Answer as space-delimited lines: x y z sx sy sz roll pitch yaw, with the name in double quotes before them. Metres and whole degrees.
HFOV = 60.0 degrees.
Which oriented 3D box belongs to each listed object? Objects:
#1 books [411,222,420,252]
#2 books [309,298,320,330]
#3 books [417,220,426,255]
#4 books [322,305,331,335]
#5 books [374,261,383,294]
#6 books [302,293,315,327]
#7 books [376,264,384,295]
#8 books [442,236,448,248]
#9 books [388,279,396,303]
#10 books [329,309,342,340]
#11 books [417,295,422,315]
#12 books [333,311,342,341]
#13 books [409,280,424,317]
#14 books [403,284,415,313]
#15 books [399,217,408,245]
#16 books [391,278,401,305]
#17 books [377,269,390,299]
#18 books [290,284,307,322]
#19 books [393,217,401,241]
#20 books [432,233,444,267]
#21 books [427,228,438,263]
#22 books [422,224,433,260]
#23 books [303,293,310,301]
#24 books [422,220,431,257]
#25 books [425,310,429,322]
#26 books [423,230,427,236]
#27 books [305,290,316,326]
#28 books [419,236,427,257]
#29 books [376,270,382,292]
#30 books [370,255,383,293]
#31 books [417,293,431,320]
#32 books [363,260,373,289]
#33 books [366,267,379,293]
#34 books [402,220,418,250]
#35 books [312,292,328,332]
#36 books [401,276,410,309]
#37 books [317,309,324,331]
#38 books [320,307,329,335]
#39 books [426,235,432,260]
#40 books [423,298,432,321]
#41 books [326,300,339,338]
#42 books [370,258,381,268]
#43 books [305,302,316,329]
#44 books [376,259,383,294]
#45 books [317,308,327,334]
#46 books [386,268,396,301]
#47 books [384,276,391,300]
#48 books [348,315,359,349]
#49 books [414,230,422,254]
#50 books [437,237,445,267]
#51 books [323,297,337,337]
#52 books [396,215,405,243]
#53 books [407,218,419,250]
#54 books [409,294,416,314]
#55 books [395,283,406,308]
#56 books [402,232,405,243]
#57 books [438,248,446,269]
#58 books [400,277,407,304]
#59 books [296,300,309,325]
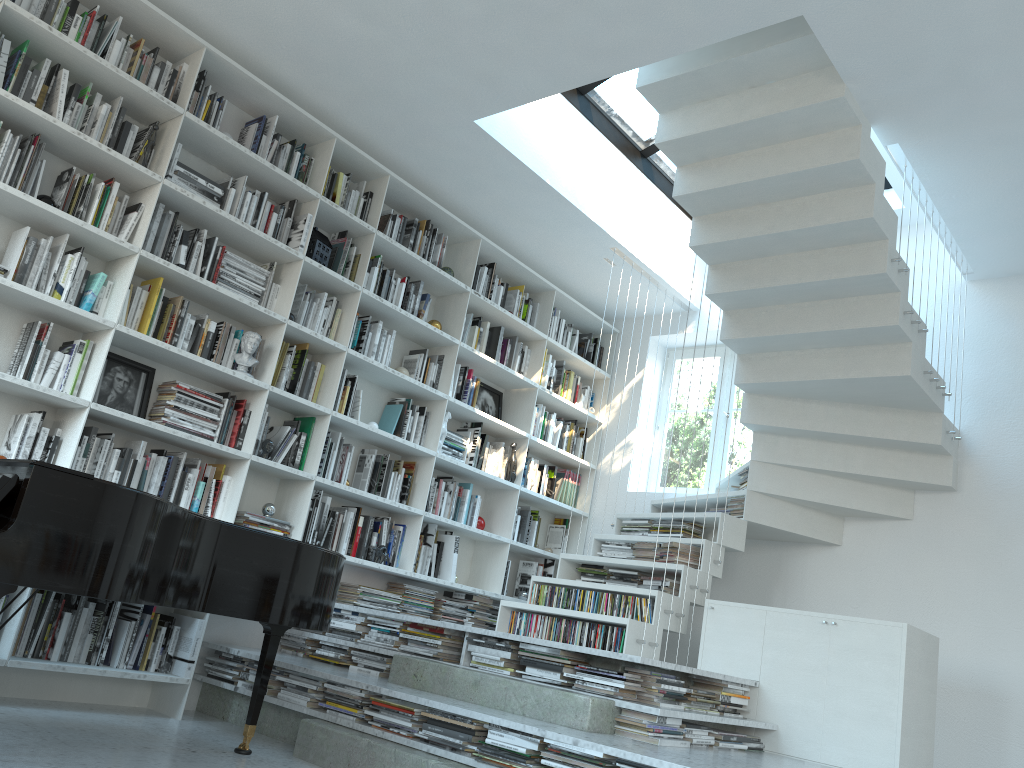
"books" -0.667 -0.882 5.617 0.159 0.284 0.007 -3 -21 40
"books" -1.165 -0.364 4.977 0.178 0.235 0.023 -3 -21 40
"books" -0.640 -0.888 5.629 0.179 0.311 0.006 -3 -21 40
"books" -1.109 -0.333 5.042 0.149 0.233 0.024 -3 -21 40
"books" -0.863 -0.604 5.341 0.166 0.268 0.010 -3 -21 40
"books" -1.193 -0.384 4.953 0.164 0.249 0.028 -3 -21 40
"books" -0.853 -0.593 5.386 0.133 0.275 0.013 -3 -21 40
"books" -0.506 -0.816 5.777 0.163 0.305 0.006 -3 -21 40
"books" -0.791 -0.532 5.446 0.144 0.215 0.025 -3 -21 40
"books" -1.066 -0.315 5.067 0.176 0.229 0.028 -3 -21 40
"books" -0.652 -0.461 5.590 0.157 0.212 0.030 -3 -21 40
"books" -1.065 -0.312 5.091 0.173 0.237 0.026 -3 -21 40
"books" -0.653 -0.506 5.569 0.183 0.284 0.029 -3 -21 40
"books" -0.699 -0.502 5.527 0.186 0.237 0.031 -3 -21 40
"books" -0.739 -0.909 5.523 0.169 0.255 0.021 -3 -21 40
"books" -0.766 -0.535 5.458 0.149 0.236 0.023 -3 -21 40
"books" -0.826 -0.571 5.380 0.160 0.240 0.027 -3 -21 40
"books" -1.225 -0.417 4.926 0.159 0.284 0.019 -3 -21 40
"books" -0.775 -0.913 5.478 0.163 0.225 0.028 -3 -21 40
"books" -0.538 -0.827 5.740 0.188 0.296 0.013 -3 -21 40
"books" -0.572 -0.851 5.701 0.182 0.306 0.008 -3 -21 40
"books" -0.600 -0.868 5.647 0.183 0.298 0.015 -3 -21 40
"books" -1.209 -0.386 4.943 0.159 0.242 0.024 -3 -21 40
"books" -0.616 -0.885 5.654 0.183 0.328 0.007 -3 -21 40
"books" -0.600 -0.435 5.675 0.140 0.228 0.026 -3 -21 40
"books" -0.629 -0.851 5.638 0.170 0.250 0.008 -3 -21 40
"books" -1.183 -0.391 4.968 0.146 0.274 0.019 -3 -21 40
"books" -0.630 -0.832 5.612 0.188 0.200 0.018 -3 -21 40
"books" -0.866 -0.585 5.351 0.165 0.235 0.012 -3 -21 40
"books" -0.868 -0.626 5.338 0.152 0.306 0.014 -3 -21 40
"books" -0.615 -0.459 5.616 0.171 0.234 0.054 -3 -21 40
"books" -0.915 -0.615 5.293 0.148 0.242 0.026 -3 -21 40
"books" -0.888 -0.590 5.296 0.181 0.207 0.026 -3 -21 40
"books" -0.687 -0.892 5.548 0.185 0.257 0.028 -3 -21 40
"books" -1.135 -0.378 4.980 0.187 0.274 0.028 -3 -21 40
"books" -0.722 -0.530 5.531 0.159 0.284 0.012 -3 -21 40
"books" -1.141 -0.334 4.988 0.173 0.194 0.024 -3 -21 40
"books" -1.117 -0.329 5.021 0.158 0.210 0.029 -3 -21 40
"books" -0.593 -0.830 5.688 0.149 0.251 0.024 -3 -21 40
"books" -0.610 -0.442 5.635 0.182 0.216 0.048 -3 -21 40
"books" -1.084 -0.343 5.072 0.173 0.276 0.025 -3 -21 40
"books" -0.882 -0.619 5.330 0.173 0.282 0.011 -3 -21 40
"books" -1.181 -0.355 4.966 0.171 0.206 0.023 -3 -21 40
"books" -0.857 -0.608 5.373 0.138 0.295 0.021 -3 -21 40
"books" -1.131 -0.329 5.004 0.185 0.196 0.027 -3 -21 40
"books" -0.798 -0.570 5.442 0.154 0.283 0.013 -3 -21 40
"books" -0.819 -0.548 5.422 0.142 0.223 0.028 -3 -21 40
"books" -0.985 -0.278 5.177 0.176 0.247 0.014 -3 -21 40
"books" -0.650 -0.854 5.606 0.160 0.230 0.018 -3 -21 40
"books" -0.528 -0.816 5.741 0.180 0.278 0.008 -3 -21 40
"books" -1.094 -0.355 5.064 0.154 0.292 0.028 -3 -21 40
"books" -0.754 -0.917 5.503 0.161 0.254 0.030 -3 -21 40
"books" -0.685 -0.899 5.586 0.167 0.291 0.024 -3 -21 40
"books" -0.690 -0.466 5.543 0.176 0.181 0.027 -3 -21 40
"books" -0.744 -0.515 5.460 0.181 0.208 0.021 -3 -21 40
"books" -0.742 -0.868 5.544 0.132 0.190 0.031 -3 -21 40
"books" -0.520 -0.773 5.755 0.188 0.208 0.014 -3 -21 40
"books" -0.733 -0.531 5.497 0.156 0.264 0.012 -3 -21 40
"books" -1.210 -0.366 4.908 0.181 0.185 0.028 -3 -21 40
